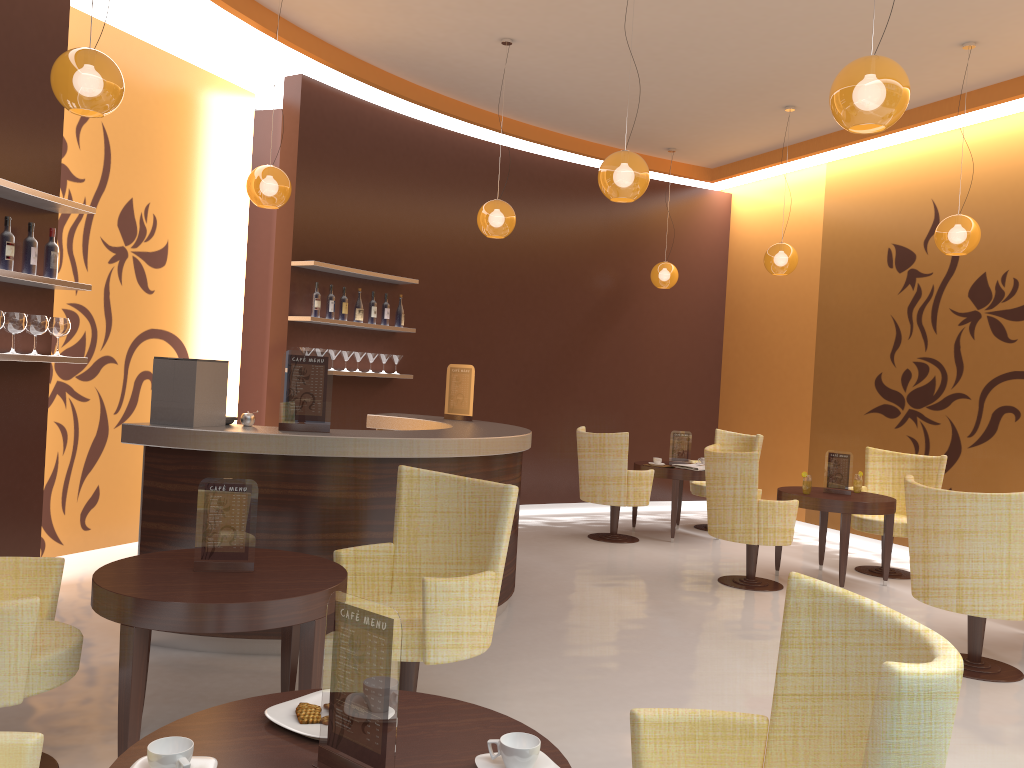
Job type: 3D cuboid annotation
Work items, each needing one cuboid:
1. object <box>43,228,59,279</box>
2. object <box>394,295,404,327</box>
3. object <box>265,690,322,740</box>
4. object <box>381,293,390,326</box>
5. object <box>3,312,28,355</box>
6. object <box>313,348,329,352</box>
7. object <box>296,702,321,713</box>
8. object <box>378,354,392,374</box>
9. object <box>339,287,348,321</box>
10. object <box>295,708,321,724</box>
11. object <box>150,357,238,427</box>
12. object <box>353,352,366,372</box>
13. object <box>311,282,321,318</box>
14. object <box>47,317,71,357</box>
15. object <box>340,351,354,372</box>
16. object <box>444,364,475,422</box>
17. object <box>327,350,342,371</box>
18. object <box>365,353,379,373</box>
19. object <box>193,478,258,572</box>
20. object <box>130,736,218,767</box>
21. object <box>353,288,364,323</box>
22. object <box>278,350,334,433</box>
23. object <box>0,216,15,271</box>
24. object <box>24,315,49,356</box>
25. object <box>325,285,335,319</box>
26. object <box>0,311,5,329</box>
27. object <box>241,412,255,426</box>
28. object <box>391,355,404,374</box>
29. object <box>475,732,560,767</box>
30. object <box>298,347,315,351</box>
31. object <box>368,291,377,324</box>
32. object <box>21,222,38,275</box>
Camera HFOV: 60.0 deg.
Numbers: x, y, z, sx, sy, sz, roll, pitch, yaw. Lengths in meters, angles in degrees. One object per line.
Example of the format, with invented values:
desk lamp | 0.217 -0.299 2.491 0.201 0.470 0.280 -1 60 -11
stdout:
object | -2.587 -0.727 4.979 0.073 0.297 0.073 3 0 -16
object | -1.022 -0.663 8.093 0.086 0.303 0.086 3 0 -11
object | -0.391 0.715 1.912 0.234 0.020 0.234 4 1 36
object | -1.134 -0.663 7.956 0.073 0.297 0.073 3 0 13
object | -2.659 -0.269 4.732 0.125 0.221 0.125 3 0 0
object | -1.597 -0.204 7.358 0.137 0.174 0.137 4 0 30
object | -0.439 0.704 1.921 0.052 0.018 0.055 3 0 -1
object | -1.152 -0.181 7.981 0.137 0.174 0.137 3 0 0
object | -1.433 -0.678 7.550 0.073 0.297 0.073 3 0 -28
object | -0.429 0.703 1.876 0.051 0.018 0.054 3 0 -27
object | -1.635 0.040 4.621 0.270 0.340 0.373 3 0 20
object | -1.342 -0.190 7.735 0.137 0.174 0.137 4 1 40
object | -1.606 -0.686 7.273 0.073 0.297 0.073 3 0 13
object | -2.592 -0.268 5.064 0.125 0.221 0.125 3 0 0
object | -1.424 -0.194 7.613 0.137 0.174 0.137 4 1 40
object | -0.388 0.062 6.571 0.258 0.414 0.052 4 0 34
object | -1.514 -0.200 7.488 0.137 0.174 0.137 4 1 40
object | -1.250 -0.186 7.858 0.137 0.174 0.137 4 1 40
object | -1.034 0.510 3.214 0.209 0.335 0.042 3 0 -11
object | -0.612 0.679 1.585 0.153 0.069 0.153 3 0 -3
object | -1.331 -0.678 7.707 0.086 0.303 0.086 3 1 -42
object | -1.055 0.037 4.554 0.258 0.414 0.052 3 0 -11
object | -2.647 -0.728 4.644 0.073 0.297 0.073 3 0 -16
object | -2.633 -0.269 4.900 0.125 0.221 0.125 3 0 0
object | -1.517 -0.682 7.419 0.073 0.297 0.073 3 0 13
object | -2.684 -0.270 4.566 0.125 0.221 0.125 3 0 0
object | -1.403 0.185 4.712 0.075 0.077 0.075 4 0 34
object | -1.057 -0.176 8.104 0.137 0.174 0.137 4 1 40
object | 0.015 0.715 1.694 0.153 0.069 0.153 3 0 -25
object | -1.681 -0.208 7.227 0.137 0.174 0.137 4 0 30
object | -1.230 -0.668 7.830 0.073 0.297 0.073 3 0 13
object | -2.618 -0.728 4.817 0.073 0.297 0.073 3 0 -28
